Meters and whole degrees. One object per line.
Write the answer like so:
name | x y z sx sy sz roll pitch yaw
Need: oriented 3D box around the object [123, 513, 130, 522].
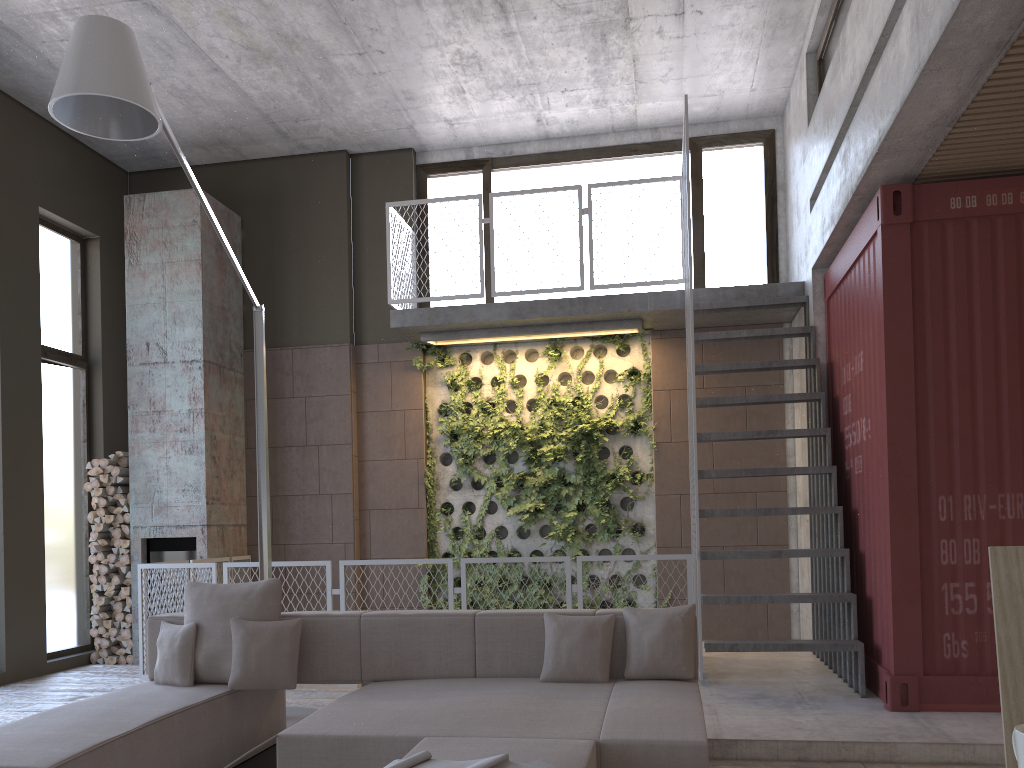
object | -3.681 1.327 8.694 0.092 0.091 0.442 -2 -9 9

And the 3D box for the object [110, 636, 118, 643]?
object | -3.848 2.504 8.690 0.064 0.073 0.363 -2 -9 8

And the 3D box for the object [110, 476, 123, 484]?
object | -3.821 0.958 8.674 0.067 0.066 0.427 -2 -9 9

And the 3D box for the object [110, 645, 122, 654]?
object | -3.849 2.630 8.735 0.101 0.086 0.367 -2 -9 9

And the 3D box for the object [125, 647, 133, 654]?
object | -3.678 2.605 8.674 0.071 0.072 0.427 -2 -9 9

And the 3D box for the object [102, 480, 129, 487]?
object | -3.880 1.003 8.698 0.115 0.078 0.440 -2 -9 9

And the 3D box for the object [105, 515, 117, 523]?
object | -3.851 1.342 8.709 0.093 0.083 0.485 -2 -9 9

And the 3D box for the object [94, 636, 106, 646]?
object | -4.008 2.537 8.706 0.101 0.102 0.296 -2 -8 11

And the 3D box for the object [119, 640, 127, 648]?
object | -3.787 2.575 8.758 0.104 0.101 0.295 -2 -8 9

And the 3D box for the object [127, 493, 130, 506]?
object | -3.677 1.144 8.684 0.064 0.125 0.368 -2 -8 8

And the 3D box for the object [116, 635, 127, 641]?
object | -3.749 2.484 8.669 0.122 0.067 0.367 -3 -9 11

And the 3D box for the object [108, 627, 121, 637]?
object | -3.815 2.431 8.679 0.091 0.088 0.460 -2 -9 8

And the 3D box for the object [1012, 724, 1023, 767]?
object | 0.682 0.484 1.118 0.093 0.087 0.118 2 -7 -36

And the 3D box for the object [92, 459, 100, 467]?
object | -4.002 0.806 8.726 0.091 0.089 0.460 -2 -9 8

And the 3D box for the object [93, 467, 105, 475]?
object | -3.964 0.871 8.678 0.113 0.079 0.440 -2 -9 9

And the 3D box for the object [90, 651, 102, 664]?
object | -4.042 2.695 8.699 0.064 0.124 0.368 -2 -8 8

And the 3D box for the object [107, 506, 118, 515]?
object | -3.882 1.264 8.750 0.101 0.086 0.367 -2 -9 9

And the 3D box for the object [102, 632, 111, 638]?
object | -3.913 2.464 8.676 0.089 0.056 0.336 -2 -9 9

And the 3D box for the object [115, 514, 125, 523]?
object | -3.765 1.339 8.713 0.091 0.088 0.460 -2 -9 9

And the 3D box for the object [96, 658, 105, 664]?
object | -3.972 2.725 8.723 0.067 0.066 0.427 -2 -9 9

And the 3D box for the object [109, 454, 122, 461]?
object | -3.865 0.745 8.695 0.065 0.072 0.363 -2 -9 8

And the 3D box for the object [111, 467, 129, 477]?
object | -3.785 0.876 8.662 0.093 0.092 0.442 -2 -9 9

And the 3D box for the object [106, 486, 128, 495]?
object | -3.849 1.065 8.694 0.091 0.088 0.460 -2 -9 8

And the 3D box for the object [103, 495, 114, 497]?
object | -3.947 1.097 8.692 0.089 0.056 0.336 -2 -9 9

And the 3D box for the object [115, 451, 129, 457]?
object | -3.800 0.709 8.711 0.087 0.055 0.336 -2 -9 9

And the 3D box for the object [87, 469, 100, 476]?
object | -4.055 0.893 8.733 0.122 0.068 0.367 -3 -9 11

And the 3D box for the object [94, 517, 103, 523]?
object | -4.005 1.358 8.738 0.067 0.066 0.427 -2 -9 9

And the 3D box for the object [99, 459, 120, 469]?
object | -3.926 0.795 8.627 0.104 0.102 0.295 -2 -8 9

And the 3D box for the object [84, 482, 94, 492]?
object | -4.069 1.029 8.705 0.091 0.091 0.442 -2 -9 9

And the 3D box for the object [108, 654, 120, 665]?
object | -3.818 2.708 8.693 0.093 0.083 0.485 -2 -9 9

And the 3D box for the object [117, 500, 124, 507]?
object | -3.820 1.208 8.774 0.104 0.101 0.295 -2 -8 9

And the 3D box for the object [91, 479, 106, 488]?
object | -3.984 0.999 8.686 0.091 0.088 0.460 -2 -9 9

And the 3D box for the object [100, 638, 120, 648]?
object | -3.922 2.534 8.646 0.098 0.106 0.297 -2 -8 11

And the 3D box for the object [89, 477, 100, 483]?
object | -4.042 0.963 8.718 0.066 0.085 0.430 -2 -9 8

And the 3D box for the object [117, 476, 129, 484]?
object | -3.741 0.953 8.660 0.066 0.067 0.427 -2 -9 9

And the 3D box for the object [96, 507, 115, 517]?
object | -3.963 1.279 8.738 0.092 0.092 0.442 -2 -9 9

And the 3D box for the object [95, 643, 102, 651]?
object | -4.003 2.571 8.620 0.045 0.072 0.254 -2 -9 9

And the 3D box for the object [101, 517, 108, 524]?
object | -3.925 1.356 8.724 0.067 0.066 0.427 -2 -9 9

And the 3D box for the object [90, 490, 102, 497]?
object | -4.022 1.090 8.700 0.067 0.066 0.427 -2 -9 9

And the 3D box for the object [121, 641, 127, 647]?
object | -3.710 2.550 8.673 0.067 0.084 0.430 -2 -9 7

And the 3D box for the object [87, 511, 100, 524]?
object | -4.076 1.328 8.714 0.064 0.124 0.368 -2 -8 8

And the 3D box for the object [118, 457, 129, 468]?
object | -3.791 0.790 8.739 0.099 0.107 0.297 -2 -8 11

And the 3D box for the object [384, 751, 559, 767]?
object | -0.342 1.332 2.174 1.048 0.498 1.609 -5 -9 28

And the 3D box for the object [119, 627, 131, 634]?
object | -3.742 2.422 8.695 0.067 0.070 0.428 -2 -9 9

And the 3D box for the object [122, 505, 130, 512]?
object | -3.711 1.238 8.690 0.071 0.072 0.427 -2 -9 9

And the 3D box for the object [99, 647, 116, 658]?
object | -3.929 2.646 8.722 0.092 0.092 0.442 -2 -9 9

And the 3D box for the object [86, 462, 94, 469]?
object | -4.068 0.820 8.708 0.067 0.068 0.428 -2 -9 9

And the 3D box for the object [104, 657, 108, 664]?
object | -3.892 2.722 8.709 0.067 0.066 0.427 -2 -9 9

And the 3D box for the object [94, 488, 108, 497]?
object | -3.948 1.076 8.685 0.093 0.083 0.485 -2 -9 9

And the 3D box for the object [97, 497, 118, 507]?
object | -3.956 1.168 8.662 0.098 0.106 0.297 -2 -8 11
